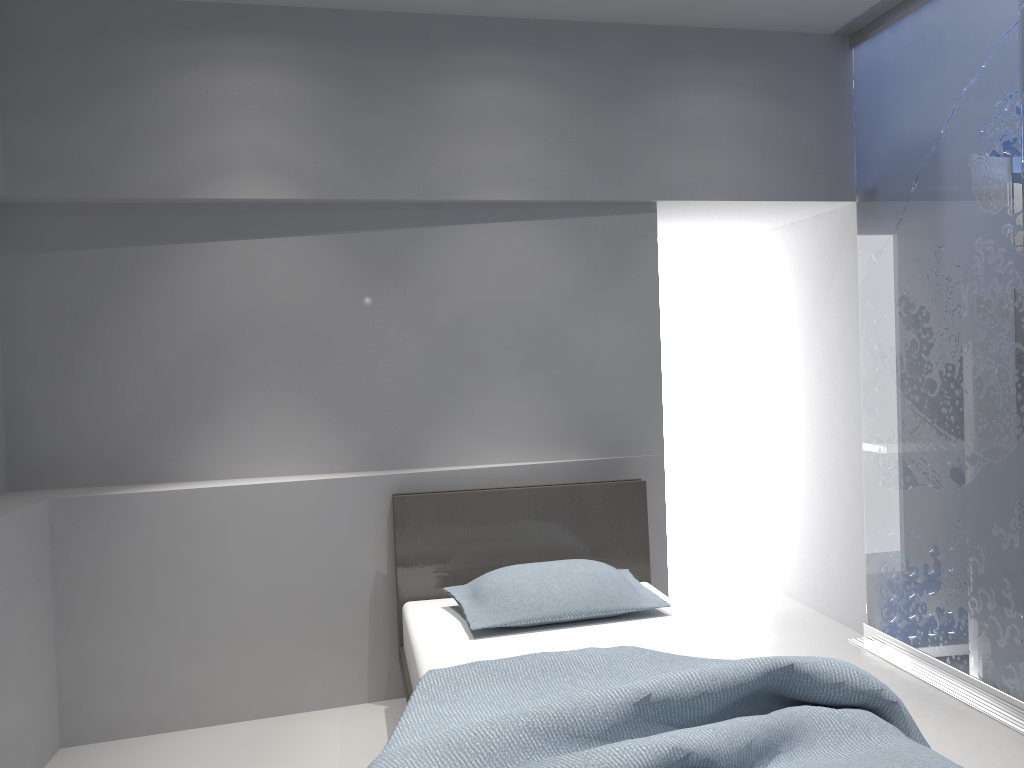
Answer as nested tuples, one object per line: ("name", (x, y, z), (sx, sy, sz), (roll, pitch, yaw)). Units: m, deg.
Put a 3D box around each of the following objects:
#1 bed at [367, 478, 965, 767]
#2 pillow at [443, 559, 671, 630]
("bed", (0.227, 0.814, 2.486), (1.411, 0.752, 2.319), (-2, 2, -11))
("pillow", (0.156, 0.741, 3.200), (0.746, 0.173, 0.417), (-2, 2, -16))
